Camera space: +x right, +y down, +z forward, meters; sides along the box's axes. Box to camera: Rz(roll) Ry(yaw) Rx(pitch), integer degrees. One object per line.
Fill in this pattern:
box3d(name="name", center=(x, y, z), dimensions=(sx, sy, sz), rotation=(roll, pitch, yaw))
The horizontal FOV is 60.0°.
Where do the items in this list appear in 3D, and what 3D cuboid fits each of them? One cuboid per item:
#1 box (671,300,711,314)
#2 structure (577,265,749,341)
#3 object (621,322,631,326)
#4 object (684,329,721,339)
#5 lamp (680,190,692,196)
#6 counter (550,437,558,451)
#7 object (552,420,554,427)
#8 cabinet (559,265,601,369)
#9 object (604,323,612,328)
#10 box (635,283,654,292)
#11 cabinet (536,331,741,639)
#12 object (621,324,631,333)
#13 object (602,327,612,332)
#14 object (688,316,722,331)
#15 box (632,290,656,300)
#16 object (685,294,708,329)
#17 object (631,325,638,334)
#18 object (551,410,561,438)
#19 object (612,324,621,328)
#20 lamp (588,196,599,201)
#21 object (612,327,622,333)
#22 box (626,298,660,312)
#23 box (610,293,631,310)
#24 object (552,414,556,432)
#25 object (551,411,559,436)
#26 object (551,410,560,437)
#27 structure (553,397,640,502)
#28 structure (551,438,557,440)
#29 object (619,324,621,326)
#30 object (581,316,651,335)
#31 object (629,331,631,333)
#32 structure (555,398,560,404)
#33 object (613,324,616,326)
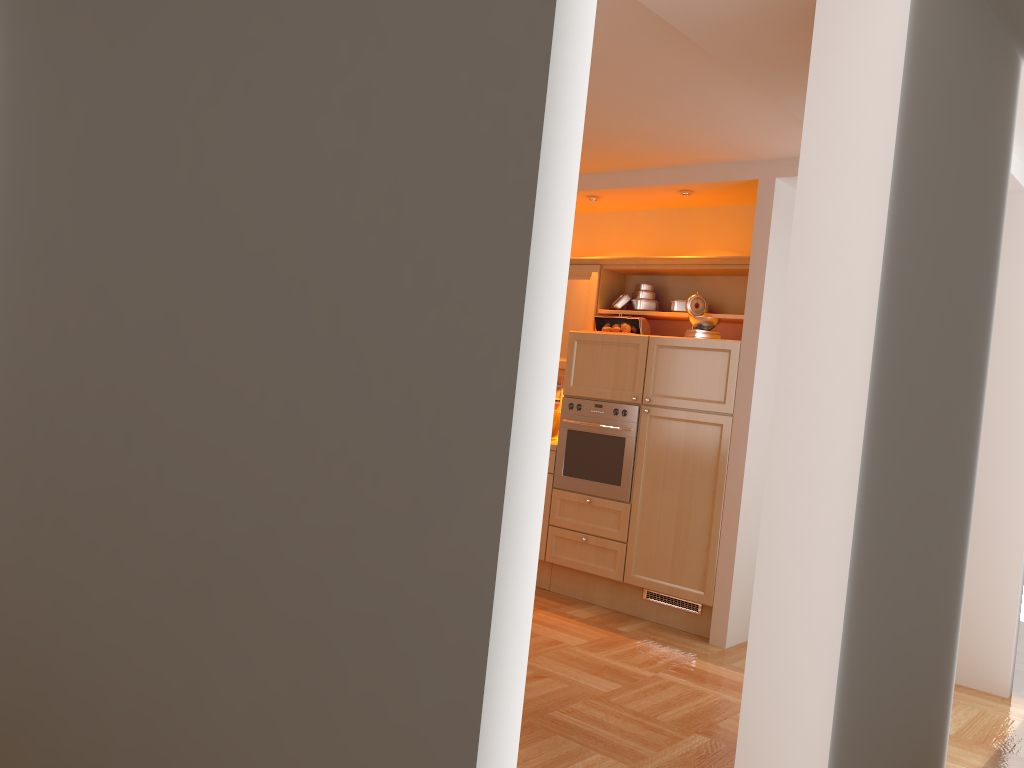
box3d(name="box", center=(1.141, -0.482, 5.665), dimensions=(0.242, 0.090, 0.169), rotation=(6, 1, 21))
box3d(name="structure", center=(-0.279, -0.742, 5.884), dimensions=(4.091, 1.148, 1.061), rotation=(6, 1, 14))
box3d(name="object", center=(0.725, -0.375, 5.663), dimensions=(0.061, 0.047, 0.063), rotation=(6, 1, -2))
box3d(name="object", center=(1.129, -0.287, 5.248), dimensions=(0.179, 0.053, 0.156), rotation=(6, 1, -15))
box3d(name="lamp", center=(1.061, -1.164, 5.408), dimensions=(0.070, 0.021, 0.070), rotation=(6, 1, 1))
box3d(name="counter", center=(-0.207, 0.353, 6.518), dimensions=(1.800, 0.038, 0.600), rotation=(6, 1, 40))
box3d(name="object", center=(0.206, 0.274, 6.136), dimensions=(0.205, 0.200, 0.049), rotation=(6, 1, 42))
box3d(name="cabinet", center=(-0.030, -0.507, 6.612), dimensions=(1.792, 0.712, 0.332), rotation=(6, 1, 40))
box3d(name="object", center=(0.620, -0.363, 5.767), dimensions=(0.055, 0.064, 0.069), rotation=(6, 1, 45))
box3d(name="box", center=(0.881, -0.635, 5.903), dimensions=(0.098, 0.052, 0.140), rotation=(6, 1, -14))
box3d(name="cabinet", center=(0.231, 0.492, 6.122), dimensions=(3.000, 1.700, 0.625), rotation=(6, 1, 40))
box3d(name="object", center=(0.719, -0.349, 5.600), dimensions=(0.066, 0.064, 0.045), rotation=(6, 1, 2))
box3d(name="object", center=(0.610, -0.349, 5.677), dimensions=(0.069, 0.034, 0.066), rotation=(6, 1, -31))
box3d(name="object", center=(1.136, -0.351, 5.247), dimensions=(0.199, 0.075, 0.199), rotation=(6, 1, 9))
box3d(name="box", center=(0.876, -0.581, 5.904), dimensions=(0.124, 0.066, 0.177), rotation=(6, 1, -14))
box3d(name="object", center=(1.109, -0.406, 5.364), dimensions=(0.134, 0.271, 0.039), rotation=(6, 1, -15))
box3d(name="object", center=(0.773, -0.346, 5.670), dimensions=(0.066, 0.058, 0.065), rotation=(6, 1, 32))
box3d(name="object", center=(0.282, 0.281, 6.218), dimensions=(0.205, 0.200, 0.049), rotation=(6, 1, 42))
box3d(name="object", center=(0.673, -0.354, 5.682), dimensions=(0.065, 0.056, 0.056), rotation=(6, 1, 24))
box3d(name="lamp", center=(0.538, -1.223, 5.851), dimensions=(0.070, 0.021, 0.070), rotation=(6, 1, 1))
box3d(name="object", center=(0.665, -0.344, 5.624), dimensions=(0.062, 0.036, 0.065), rotation=(6, 1, -37))
box3d(name="box", center=(0.868, -0.512, 5.904), dimensions=(0.169, 0.090, 0.242), rotation=(6, 1, -14))
box3d(name="box", center=(0.727, -0.546, 5.926), dimensions=(0.117, 0.129, 0.098), rotation=(6, 1, -14))
box3d(name="object", center=(0.225, 0.276, 6.157), dimensions=(0.205, 0.200, 0.049), rotation=(6, 1, 42))
box3d(name="object", center=(0.244, 0.277, 6.177), dimensions=(0.205, 0.200, 0.049), rotation=(6, 1, 42))
box3d(name="object", center=(0.263, 0.279, 6.198), dimensions=(0.205, 0.200, 0.049), rotation=(6, 1, 42))
box3d(name="structure", center=(0.504, 0.397, 5.513), dimensions=(0.576, 0.583, 0.066), rotation=(6, 1, 40))
box3d(name="structure", center=(0.213, 0.376, 6.152), dimensions=(0.084, 0.010, 0.219), rotation=(6, 1, 43))
box3d(name="object", center=(0.708, -0.355, 5.719), dimensions=(0.061, 0.063, 0.066), rotation=(6, 1, -43))
box3d(name="object", center=(0.690, -0.373, 5.706), dimensions=(0.400, 0.123, 0.280), rotation=(6, 1, 41))
box3d(name="object", center=(0.722, -0.338, 5.640), dimensions=(0.065, 0.036, 0.062), rotation=(6, 1, 43))
box3d(name="structure", center=(-0.076, 0.033, 6.630), dimensions=(0.900, 0.126, 0.300), rotation=(6, 1, 40))
box3d(name="object", center=(0.684, -0.357, 5.767), dimensions=(0.069, 0.061, 0.037), rotation=(6, 1, 24))
